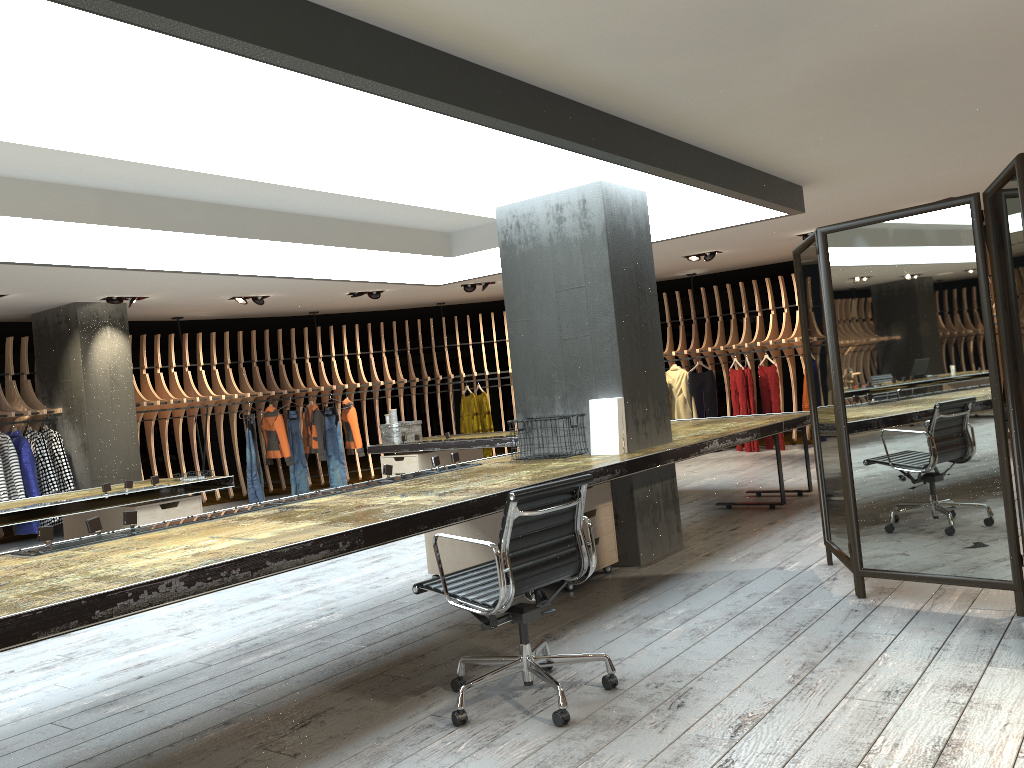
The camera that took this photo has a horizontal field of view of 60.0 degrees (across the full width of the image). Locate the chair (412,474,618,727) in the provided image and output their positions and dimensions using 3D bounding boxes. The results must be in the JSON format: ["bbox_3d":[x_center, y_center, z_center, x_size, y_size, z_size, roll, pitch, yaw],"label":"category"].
[{"bbox_3d":[-0.006,0.822,3.544,0.667,0.860,0.694,-6,-1,33],"label":"chair"}]

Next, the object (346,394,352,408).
[{"bbox_3d":[-2.481,0.252,13.353,0.012,0.270,0.524,-5,-1,-23],"label":"object"}]

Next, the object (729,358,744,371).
[{"bbox_3d":[3.266,-0.329,12.947,0.012,0.270,0.525,-6,-1,-8],"label":"object"}]

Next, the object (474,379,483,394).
[{"bbox_3d":[-0.517,0.061,13.820,0.012,0.270,0.524,-5,-1,-23],"label":"object"}]

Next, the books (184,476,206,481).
[{"bbox_3d":[-2.598,0.768,7.249,0.155,0.025,0.110,-6,-1,32],"label":"books"}]

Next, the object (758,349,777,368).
[{"bbox_3d":[3.647,-0.369,12.701,0.012,0.270,0.525,-5,-1,-13],"label":"object"}]

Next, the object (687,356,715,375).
[{"bbox_3d":[2.797,-0.282,13.192,0.525,0.270,0.012,-5,-1,-28],"label":"object"}]

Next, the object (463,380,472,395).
[{"bbox_3d":[-0.697,0.079,13.796,0.012,0.270,0.524,-5,-1,-23],"label":"object"}]

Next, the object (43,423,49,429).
[{"bbox_3d":[-5.603,0.575,10.680,0.517,0.313,0.012,-6,-1,37],"label":"object"}]

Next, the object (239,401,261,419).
[{"bbox_3d":[-3.742,0.363,12.664,0.023,0.243,0.549,-6,-1,18],"label":"object"}]

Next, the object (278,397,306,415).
[{"bbox_3d":[-3.230,0.313,12.985,0.023,0.243,0.549,-7,-1,33],"label":"object"}]

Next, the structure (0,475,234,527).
[{"bbox_3d":[-5.828,1.415,3.433,1.161,0.844,10.458,-6,-1,37],"label":"structure"}]

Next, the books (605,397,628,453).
[{"bbox_3d":[0.647,0.276,5.825,0.215,0.368,0.047,-7,-2,37],"label":"books"}]

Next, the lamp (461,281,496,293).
[{"bbox_3d":[-0.487,-1.460,12.660,0.493,0.297,0.269,-6,-1,-3],"label":"lamp"}]

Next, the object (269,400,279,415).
[{"bbox_3d":[-3.491,0.350,12.845,0.012,0.270,0.524,-5,-1,-38],"label":"object"}]

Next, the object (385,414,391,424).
[{"bbox_3d":[-1.431,0.406,10.198,0.062,0.109,0.062,-6,-1,3],"label":"object"}]

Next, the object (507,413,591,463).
[{"bbox_3d":[0.240,0.358,5.848,0.459,0.290,0.330,-6,-1,39],"label":"object"}]

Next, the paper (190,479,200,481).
[{"bbox_3d":[-2.599,0.783,7.255,0.130,0.004,0.176,-5,-1,-45],"label":"paper"}]

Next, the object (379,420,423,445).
[{"bbox_3d":[-1.278,0.565,10.267,0.302,0.239,0.498,-6,-1,37],"label":"object"}]

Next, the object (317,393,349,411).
[{"bbox_3d":[-2.704,0.262,13.257,0.549,0.243,0.023,-6,-1,13],"label":"object"}]

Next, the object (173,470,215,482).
[{"bbox_3d":[-2.600,0.758,7.254,0.302,0.074,0.217,-6,-1,31],"label":"object"}]

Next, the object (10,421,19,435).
[{"bbox_3d":[-5.853,0.570,10.433,0.524,0.270,0.012,-6,-1,37],"label":"object"}]

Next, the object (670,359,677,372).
[{"bbox_3d":[2.454,-0.244,13.348,0.012,0.270,0.524,-5,-1,-28],"label":"object"}]

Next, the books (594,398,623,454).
[{"bbox_3d":[0.622,0.278,5.791,0.215,0.368,0.075,-7,-2,37],"label":"books"}]

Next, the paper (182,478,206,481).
[{"bbox_3d":[-2.600,0.781,7.255,0.176,0.004,0.130,-6,-1,41],"label":"paper"}]

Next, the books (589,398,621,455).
[{"bbox_3d":[0.606,0.280,5.769,0.215,0.368,0.073,-7,-2,37],"label":"books"}]

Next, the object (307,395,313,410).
[{"bbox_3d":[-2.970,0.302,13.125,0.012,0.270,0.524,-5,-1,-33],"label":"object"}]

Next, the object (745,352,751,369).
[{"bbox_3d":[3.406,-0.343,12.859,0.012,0.270,0.525,-6,-1,7],"label":"object"}]

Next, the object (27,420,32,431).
[{"bbox_3d":[-5.712,0.586,10.527,0.516,0.316,0.012,-6,-1,37],"label":"object"}]

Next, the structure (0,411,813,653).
[{"bbox_3d":[-4.490,1.271,2.166,4.831,0.844,18.487,-6,-1,37],"label":"structure"}]

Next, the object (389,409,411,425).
[{"bbox_3d":[-1.298,0.386,10.205,0.262,0.204,0.088,-6,-1,35],"label":"object"}]
